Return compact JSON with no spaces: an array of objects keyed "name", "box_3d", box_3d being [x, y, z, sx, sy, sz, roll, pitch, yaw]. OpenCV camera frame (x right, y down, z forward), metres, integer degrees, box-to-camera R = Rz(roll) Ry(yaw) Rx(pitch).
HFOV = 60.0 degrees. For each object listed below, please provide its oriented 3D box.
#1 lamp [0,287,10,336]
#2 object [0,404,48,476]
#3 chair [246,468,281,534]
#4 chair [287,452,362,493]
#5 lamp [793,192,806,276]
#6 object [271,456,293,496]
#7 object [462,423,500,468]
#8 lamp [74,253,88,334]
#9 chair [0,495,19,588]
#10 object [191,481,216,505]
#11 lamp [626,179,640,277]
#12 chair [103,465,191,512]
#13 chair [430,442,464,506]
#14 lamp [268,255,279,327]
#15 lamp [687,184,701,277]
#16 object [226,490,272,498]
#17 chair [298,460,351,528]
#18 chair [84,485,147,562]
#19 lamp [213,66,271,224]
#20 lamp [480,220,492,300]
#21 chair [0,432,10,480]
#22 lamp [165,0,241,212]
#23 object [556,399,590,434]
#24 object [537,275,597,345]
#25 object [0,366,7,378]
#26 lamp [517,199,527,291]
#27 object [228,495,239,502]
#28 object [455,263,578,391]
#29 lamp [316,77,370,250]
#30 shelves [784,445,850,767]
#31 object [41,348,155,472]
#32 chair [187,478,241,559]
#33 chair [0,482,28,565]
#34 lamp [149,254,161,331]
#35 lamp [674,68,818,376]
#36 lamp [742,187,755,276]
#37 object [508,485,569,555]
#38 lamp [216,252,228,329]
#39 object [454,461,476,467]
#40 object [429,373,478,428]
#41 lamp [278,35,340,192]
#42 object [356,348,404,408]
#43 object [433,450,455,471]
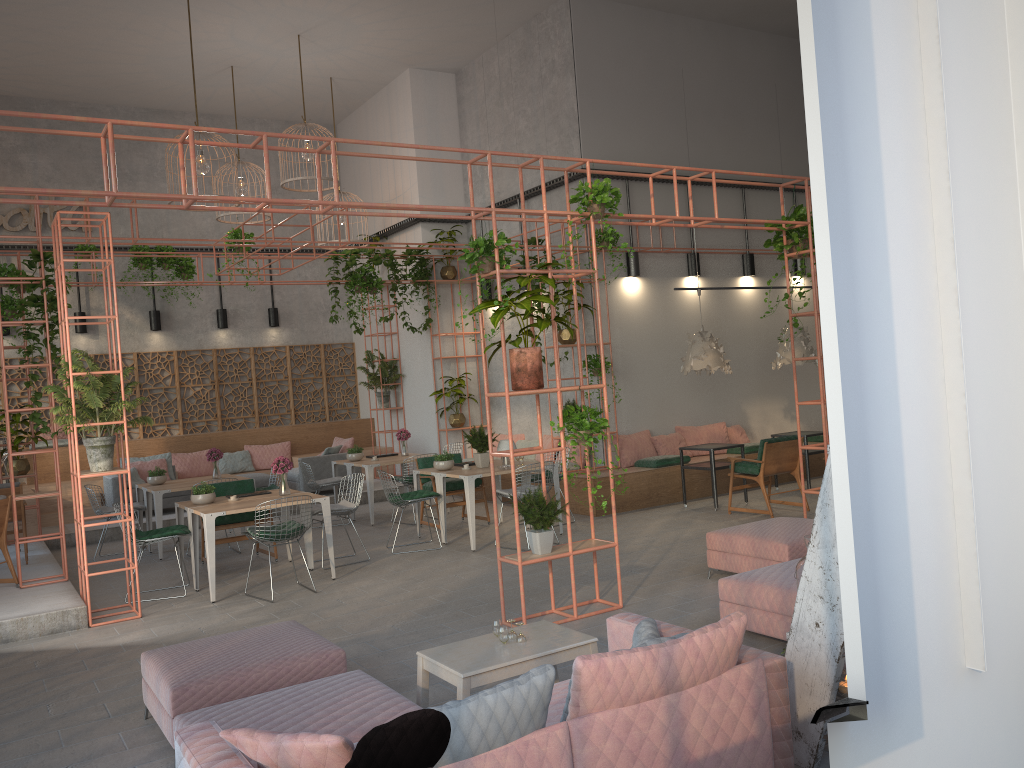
[{"name":"lamp","box_3d":[-8.522,-1.519,14.779,0.185,1.436,0.185,-4,0,9]},{"name":"object","box_3d":[-6.561,0.748,11.606,0.903,0.923,0.934,-4,0,25]},{"name":"chair","box_3d":[-3.394,1.584,12.170,0.717,0.941,0.565,-5,0,-30]},{"name":"chair","box_3d":[-3.211,1.491,14.904,1.052,0.672,1.127,-5,0,-32]},{"name":"lamp","box_3d":[4.800,-2.534,14.926,0.179,1.425,0.185,-5,0,-32]},{"name":"object","box_3d":[-2.396,0.958,9.264,0.225,0.414,0.213,-5,0,-39]},{"name":"object","box_3d":[-0.385,0.728,10.521,0.368,0.527,0.438,-5,0,-32]},{"name":"lamp","box_3d":[-7.534,-1.596,15.392,0.185,1.436,0.185,-4,0,9]},{"name":"chair","box_3d":[-5.217,1.561,8.388,0.685,0.914,0.722,-4,0,8]},{"name":"object","box_3d":[-3.163,1.114,9.083,0.252,0.247,0.247,-5,0,-32]},{"name":"lamp","box_3d":[1.736,-2.292,13.024,0.179,1.425,0.185,-5,0,-32]},{"name":"chair","box_3d":[-5.699,1.641,13.841,1.127,0.586,1.056,-5,0,-32]},{"name":"chair","box_3d":[-1.075,1.401,13.609,0.717,0.941,0.565,-5,0,-30]},{"name":"lamp","box_3d":[-4.658,-1.823,17.177,0.179,1.436,0.185,-5,0,-32]},{"name":"lamp","box_3d":[2.761,-2.373,13.660,0.179,1.425,0.185,-5,0,-32]},{"name":"object","box_3d":[-2.832,1.194,9.537,0.427,0.031,0.268,-5,0,-32]},{"name":"chair","box_3d":[-2.645,1.525,12.625,0.717,0.941,0.565,-4,0,-15]},{"name":"chair","box_3d":[-4.964,1.708,11.186,0.717,0.941,0.565,-4,0,-15]},{"name":"lamp","box_3d":[-4.513,-4.431,14.506,0.883,3.476,0.883,-4,0,21]},{"name":"lamp","box_3d":[-0.479,-2.134,14.900,0.185,1.425,0.179,-5,0,-32]},{"name":"chair","box_3d":[-7.465,1.142,12.625,0.565,0.941,0.717,-4,0,-23]},{"name":"lamp","box_3d":[-4.067,-4.029,11.347,0.883,3.476,0.883,-4,0,21]},{"name":"object","box_3d":[0.839,0.452,12.264,0.368,0.527,0.438,-5,0,-32]},{"name":"object","box_3d":[0.712,-1.010,12.126,0.903,0.947,0.934,-4,0,20]},{"name":"object","box_3d":[-7.070,-0.152,11.535,0.900,1.101,0.894,-4,0,22]},{"name":"lamp","box_3d":[0.155,-2.177,13.873,0.185,1.425,0.179,-5,0,-32]},{"name":"object","box_3d":[-2.866,1.175,9.125,0.115,0.073,0.115,-5,0,-37]},{"name":"object","box_3d":[0.041,-0.424,6.676,0.924,0.946,0.923,-4,0,24]},{"name":"lamp","box_3d":[-3.046,-4.127,15.373,0.883,3.476,0.883,-4,0,21]},{"name":"shelves","box_3d":[1.712,0.912,4.081,0.842,1.618,0.856,-5,0,-32]},{"name":"object","box_3d":[-3.729,0.230,7.934,0.900,1.100,0.894,-4,0,-3]},{"name":"chair","box_3d":[-3.651,1.610,10.830,0.565,0.941,0.717,-5,0,-35]},{"name":"chair","box_3d":[-5.917,1.598,10.069,0.722,0.929,0.685,-5,0,-32]},{"name":"lamp","box_3d":[-6.496,-1.678,16.036,0.185,1.436,0.185,-4,0,9]},{"name":"lamp","box_3d":[3.907,-2.236,12.571,4.456,4.052,0.704,-5,0,-32]},{"name":"lamp","box_3d":[3.776,-2.453,14.290,0.179,1.425,0.185,-5,0,-32]},{"name":"object","box_3d":[0.191,1.034,6.791,0.368,0.527,0.438,-5,0,-32]},{"name":"lamp","box_3d":[-5.488,-1.758,16.662,0.185,1.436,0.185,-4,0,9]},{"name":"object","box_3d":[-0.483,0.983,11.017,0.427,0.031,0.268,-5,0,-32]},{"name":"object","box_3d":[-1.008,0.282,15.114,0.903,0.919,0.934,-4,0,30]},{"name":"lamp","box_3d":[-3.189,-4.744,13.459,0.883,3.476,0.883,-4,0,21]},{"name":"object","box_3d":[-2.407,-0.102,16.294,0.900,1.097,0.894,-4,0,-3]},{"name":"object","box_3d":[-0.815,0.903,10.562,0.254,0.247,0.248,-5,0,-32]}]
